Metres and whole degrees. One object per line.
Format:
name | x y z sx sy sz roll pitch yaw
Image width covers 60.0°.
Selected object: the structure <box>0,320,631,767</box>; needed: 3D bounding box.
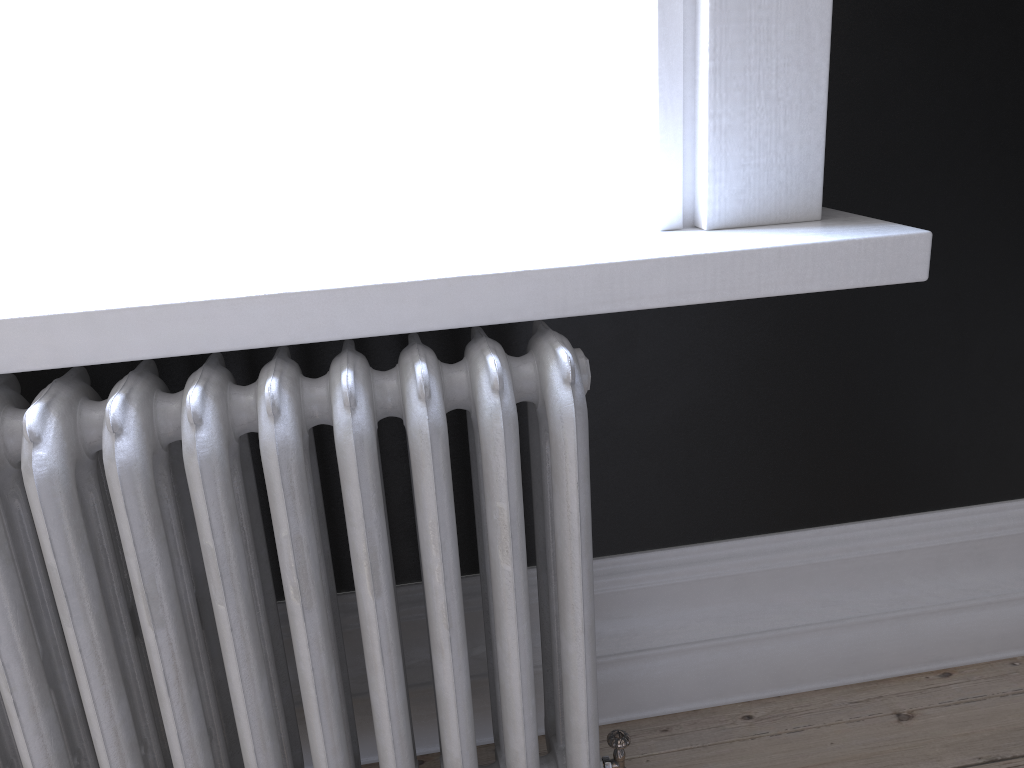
structure | -0.393 0.383 1.224 1.141 0.854 0.274 -6 19 -8
